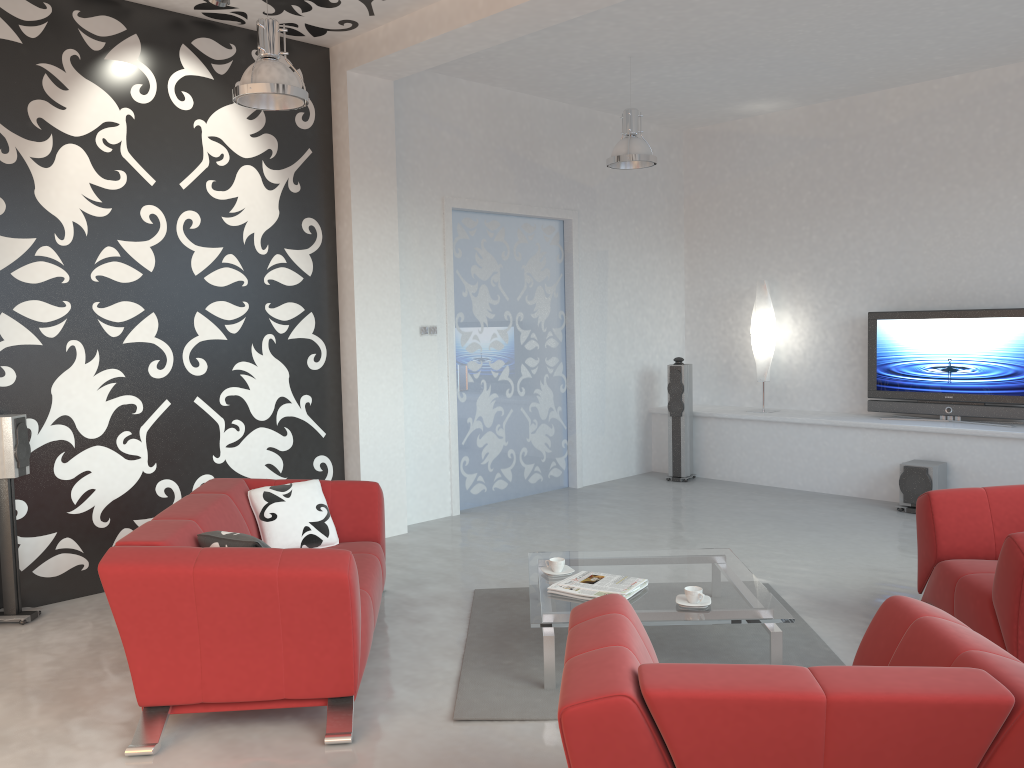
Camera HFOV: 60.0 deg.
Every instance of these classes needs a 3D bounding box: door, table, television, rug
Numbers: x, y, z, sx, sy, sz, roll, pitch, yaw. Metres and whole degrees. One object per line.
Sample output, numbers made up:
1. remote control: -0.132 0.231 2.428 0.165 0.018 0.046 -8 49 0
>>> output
1. door: -0.019 -0.261 7.714 1.600 2.550 0.240 -5 5 -44
2. table: 0.634 1.088 4.274 1.097 0.286 1.162 -1 4 1
3. television: 3.612 -0.149 7.299 0.343 0.919 1.356 -5 5 -44
4. rug: 0.626 1.233 4.285 1.700 0.025 1.700 -1 4 1

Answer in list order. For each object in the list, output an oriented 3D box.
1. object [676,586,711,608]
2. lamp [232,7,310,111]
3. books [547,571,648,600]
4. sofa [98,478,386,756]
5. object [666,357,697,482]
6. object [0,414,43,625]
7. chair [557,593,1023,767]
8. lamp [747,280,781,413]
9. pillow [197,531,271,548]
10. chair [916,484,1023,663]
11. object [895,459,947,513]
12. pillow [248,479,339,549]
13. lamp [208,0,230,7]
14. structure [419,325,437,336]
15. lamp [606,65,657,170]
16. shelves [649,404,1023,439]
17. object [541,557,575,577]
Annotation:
1. object: 0.797 0.932 3.896 0.153 0.069 0.153 0 4 12
2. lamp: -1.249 -1.850 4.537 0.379 0.800 0.379 2 5 38
3. books: 0.413 0.942 4.138 0.367 0.035 0.345 1 5 35
4. sofa: -1.107 0.915 4.176 0.951 0.738 1.929 -2 4 -4
5. object: 1.617 0.332 8.513 0.255 1.184 0.273 1 5 30
6. object: -2.706 0.724 4.754 0.229 1.112 0.214 -1 4 1
7. chair: 0.726 0.996 2.387 1.288 0.738 0.951 -1 4 6
8. lamp: 2.385 -0.359 8.414 0.263 1.239 0.263 2 5 37
9. pillow: -1.079 0.771 3.683 0.402 0.343 0.288 2 5 38
10. chair: 2.424 0.855 3.876 0.951 0.738 1.288 -1 4 6
11. object: 3.221 0.807 6.959 0.337 0.374 0.336 -5 5 -44
12. pillow: -1.152 0.704 4.676 0.402 0.343 0.288 -4 5 -37
13. lamp: -1.638 -2.175 4.920 0.118 0.176 0.112 -1 4 -2
14. structure: -0.651 -0.419 6.934 0.170 0.080 0.016 -5 5 -44
15. lamp: 0.889 -2.042 6.632 0.379 0.800 0.379 2 5 42
16. shelves: 3.544 0.341 7.247 0.650 0.050 5.500 -5 5 -44
17. object: 0.227 0.909 4.422 0.153 0.069 0.153 -3 4 -18
